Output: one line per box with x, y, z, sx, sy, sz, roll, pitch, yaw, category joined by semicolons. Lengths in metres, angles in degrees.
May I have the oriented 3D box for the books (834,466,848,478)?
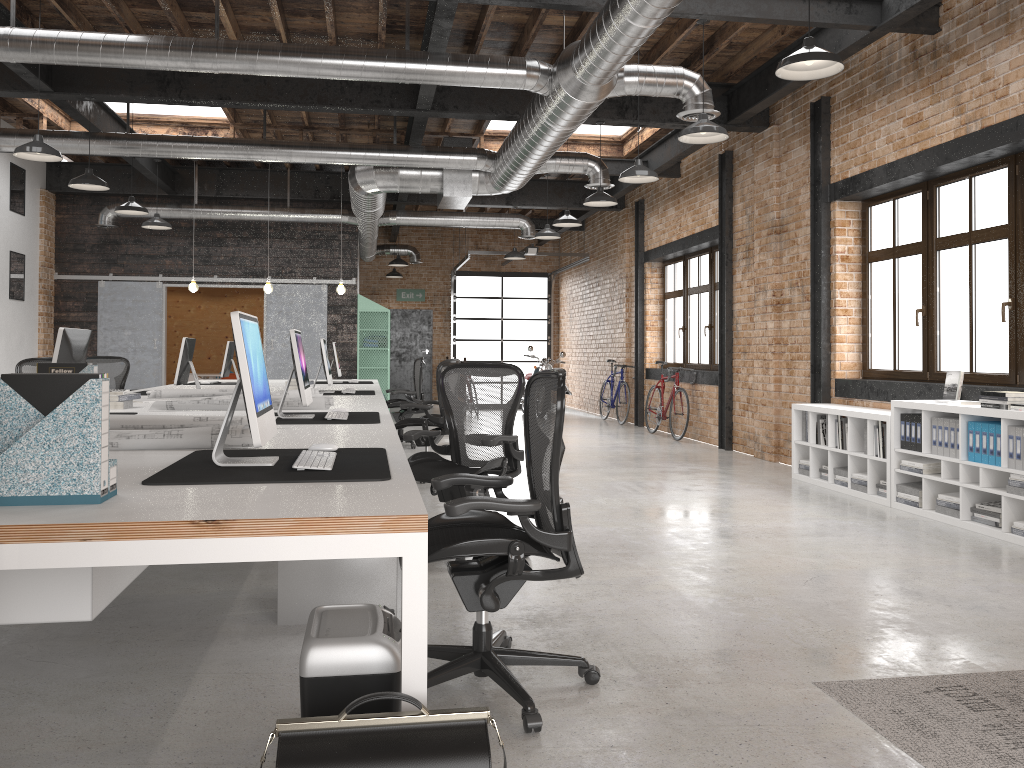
2.850;0.736;7.366;0.217;0.078;0.291;0;2;-9;books

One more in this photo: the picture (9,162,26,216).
-6.904;-2.714;12.369;0.018;0.662;0.532;0;0;-9;picture

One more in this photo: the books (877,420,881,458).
2.953;0.407;6.834;0.258;0.355;0.049;0;-1;-4;books

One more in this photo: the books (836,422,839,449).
2.825;0.442;7.464;0.162;0.240;0.054;0;-1;-4;books

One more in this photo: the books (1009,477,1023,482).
3.163;0.567;5.297;0.219;0.039;0.260;0;2;-9;books

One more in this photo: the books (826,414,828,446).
2.853;0.380;7.654;0.259;0.351;0.065;0;-1;-4;books

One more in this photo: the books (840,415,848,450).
2.880;0.387;7.400;0.271;0.354;0.063;0;-1;-4;books

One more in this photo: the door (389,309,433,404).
-2.258;-0.600;19.556;0.998;2.101;0.218;0;-1;-9;door

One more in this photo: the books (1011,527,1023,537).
3.176;0.889;5.301;0.207;0.061;0.274;0;2;-9;books

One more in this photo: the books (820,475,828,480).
2.818;0.810;7.676;0.184;0.049;0.261;0;2;-9;books

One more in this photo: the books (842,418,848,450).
2.865;0.424;7.365;0.221;0.283;0.061;0;-1;-4;books

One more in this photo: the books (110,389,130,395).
-2.586;0.054;5.756;0.153;0.030;0.185;0;2;-11;books

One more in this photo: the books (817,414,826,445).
2.802;0.409;7.800;0.221;0.283;0.061;0;-1;-4;books

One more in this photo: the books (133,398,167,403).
-2.700;0.122;6.494;0.243;0.019;0.205;1;2;28;books

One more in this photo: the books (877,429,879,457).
2.908;0.464;6.845;0.162;0.240;0.054;0;-1;-4;books

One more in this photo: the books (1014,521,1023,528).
3.181;0.845;5.290;0.214;0.046;0.251;0;2;-9;books

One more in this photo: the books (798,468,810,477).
2.749;0.790;7.980;0.217;0.072;0.289;0;2;-9;books

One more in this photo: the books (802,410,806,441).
2.790;0.364;8.088;0.259;0.351;0.065;0;-1;-4;books

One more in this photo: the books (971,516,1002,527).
3.135;0.879;5.719;0.184;0.049;0.261;0;2;-9;books

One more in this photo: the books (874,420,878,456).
2.950;0.429;6.919;0.259;0.305;0.040;0;-1;-4;books

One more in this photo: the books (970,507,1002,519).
3.151;0.822;5.721;0.222;0.055;0.282;0;2;-9;books

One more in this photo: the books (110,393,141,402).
-2.571;0.085;5.757;0.193;0.044;0.257;1;2;8;books

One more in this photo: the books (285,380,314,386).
-2.054;-0.010;8.564;0.193;0.044;0.257;1;2;8;books

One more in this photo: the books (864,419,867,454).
2.937;0.401;7.035;0.259;0.351;0.065;0;-1;-4;books

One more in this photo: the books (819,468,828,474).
2.835;0.752;7.679;0.222;0.055;0.282;0;2;-9;books

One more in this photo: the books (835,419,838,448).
2.827;0.430;7.496;0.182;0.262;0.056;0;-1;-4;books

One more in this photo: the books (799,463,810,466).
2.748;0.714;7.965;0.219;0.039;0.260;0;2;-9;books

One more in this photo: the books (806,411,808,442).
2.792;0.376;8.026;0.249;0.333;0.060;0;-1;-4;books

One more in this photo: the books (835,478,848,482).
2.848;0.791;7.351;0.219;0.034;0.260;0;2;-9;books

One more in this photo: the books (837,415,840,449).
2.870;0.385;7.453;0.258;0.355;0.049;0;-1;-4;books

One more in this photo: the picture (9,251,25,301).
-6.913;-1.504;12.374;0.018;0.662;0.532;0;0;-9;picture

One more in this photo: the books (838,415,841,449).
2.875;0.387;7.430;0.259;0.353;0.070;0;-1;-4;books

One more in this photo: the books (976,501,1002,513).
3.151;0.790;5.697;0.199;0.054;0.240;0;2;-9;books

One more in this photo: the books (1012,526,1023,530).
3.181;0.863;5.294;0.219;0.034;0.260;0;2;-9;books

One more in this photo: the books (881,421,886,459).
2.963;0.409;6.781;0.271;0.354;0.063;0;-1;-4;books

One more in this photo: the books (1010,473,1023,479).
3.163;0.549;5.293;0.214;0.052;0.252;0;2;-9;books

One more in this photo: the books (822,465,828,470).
2.835;0.720;7.654;0.199;0.054;0.240;0;2;-9;books

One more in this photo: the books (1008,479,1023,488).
3.159;0.593;5.304;0.207;0.067;0.275;0;2;-9;books

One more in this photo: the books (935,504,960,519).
3.065;0.860;6.022;0.217;0.072;0.289;0;2;-9;books

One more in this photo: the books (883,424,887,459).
2.948;0.446;6.746;0.221;0.283;0.061;0;-1;-4;books

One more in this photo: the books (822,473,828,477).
2.813;0.781;7.662;0.163;0.047;0.239;0;2;-9;books

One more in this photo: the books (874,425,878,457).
2.911;0.452;6.876;0.182;0.262;0.056;0;-1;-4;books

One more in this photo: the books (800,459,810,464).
2.748;0.695;7.961;0.214;0.052;0.252;0;2;-9;books

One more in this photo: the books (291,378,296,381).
-2.069;-0.041;8.563;0.153;0.030;0.185;0;2;-11;books

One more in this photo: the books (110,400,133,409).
-2.591;0.133;5.737;0.200;0.050;0.271;0;2;-12;books

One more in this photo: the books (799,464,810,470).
2.744;0.740;7.972;0.207;0.067;0.275;0;2;-9;books

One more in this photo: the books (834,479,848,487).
2.844;0.817;7.358;0.207;0.061;0.274;0;2;-9;books

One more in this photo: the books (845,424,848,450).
2.866;0.447;7.330;0.197;0.240;0.058;0;-1;-4;books

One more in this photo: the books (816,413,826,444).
2.817;0.372;7.834;0.271;0.354;0.063;0;-1;-4;books

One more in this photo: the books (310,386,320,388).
-2.183;0.027;9.301;0.243;0.019;0.205;1;2;28;books

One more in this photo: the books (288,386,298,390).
-2.074;0.038;8.544;0.200;0.050;0.271;0;2;-12;books

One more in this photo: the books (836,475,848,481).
2.848;0.773;7.347;0.214;0.046;0.251;0;2;-9;books

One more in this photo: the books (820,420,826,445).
2.804;0.432;7.764;0.197;0.240;0.058;0;-1;-4;books

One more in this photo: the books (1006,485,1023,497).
3.163;0.644;5.311;0.217;0.072;0.289;0;2;-9;books

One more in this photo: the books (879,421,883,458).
2.959;0.409;6.811;0.259;0.353;0.070;0;-1;-4;books

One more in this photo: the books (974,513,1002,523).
3.129;0.850;5.704;0.163;0.047;0.239;0;2;-9;books

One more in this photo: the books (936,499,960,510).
3.060;0.809;6.014;0.207;0.067;0.275;0;2;-9;books
